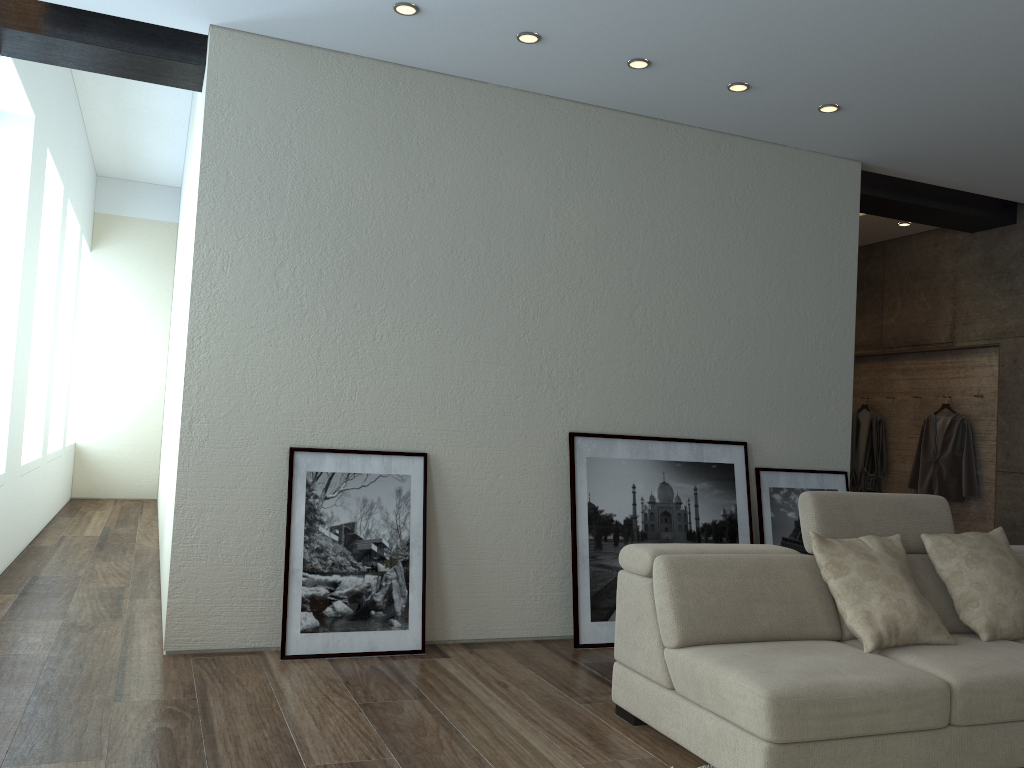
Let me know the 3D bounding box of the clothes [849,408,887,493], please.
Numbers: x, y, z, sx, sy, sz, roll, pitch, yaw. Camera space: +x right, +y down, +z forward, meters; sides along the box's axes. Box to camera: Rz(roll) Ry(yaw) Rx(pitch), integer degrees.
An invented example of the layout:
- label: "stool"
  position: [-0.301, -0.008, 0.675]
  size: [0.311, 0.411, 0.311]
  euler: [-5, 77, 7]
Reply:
- label: "clothes"
  position: [3.163, 0.638, 8.039]
  size: [0.141, 0.855, 0.569]
  euler: [4, -3, -21]

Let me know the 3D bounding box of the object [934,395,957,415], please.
- label: "object"
  position: [3.531, 0.203, 7.219]
  size: [0.010, 0.219, 0.430]
  euler: [4, -3, -22]

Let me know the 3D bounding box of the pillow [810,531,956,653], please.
- label: "pillow"
  position: [1.457, 0.809, 3.530]
  size: [0.519, 0.416, 0.368]
  euler: [5, -3, -26]

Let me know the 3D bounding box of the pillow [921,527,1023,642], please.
- label: "pillow"
  position: [2.031, 0.843, 3.774]
  size: [0.534, 0.439, 0.301]
  euler: [5, -3, -25]

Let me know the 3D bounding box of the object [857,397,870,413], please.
- label: "object"
  position: [3.205, 0.227, 8.060]
  size: [0.010, 0.219, 0.430]
  euler: [4, -3, -22]

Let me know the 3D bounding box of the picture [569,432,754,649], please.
- label: "picture"
  position: [0.873, 0.874, 5.017]
  size: [1.183, 1.140, 0.225]
  euler: [4, -3, -22]

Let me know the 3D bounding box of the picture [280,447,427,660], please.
- label: "picture"
  position: [-0.761, 0.824, 4.375]
  size: [0.700, 0.988, 0.195]
  euler: [4, -3, -22]

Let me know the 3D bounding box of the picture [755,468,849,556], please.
- label: "picture"
  position: [1.809, 1.021, 5.405]
  size: [0.700, 0.988, 0.195]
  euler: [4, -3, -22]

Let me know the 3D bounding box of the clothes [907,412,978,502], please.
- label: "clothes"
  position: [3.492, 0.589, 7.204]
  size: [0.173, 0.735, 0.700]
  euler: [4, -3, -23]

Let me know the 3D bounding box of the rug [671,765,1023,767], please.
- label: "rug"
  position: [1.980, 1.344, 1.964]
  size: [4.231, 0.020, 2.972]
  euler: [4, -3, -22]

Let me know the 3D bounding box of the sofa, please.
- label: "sofa"
  position: [1.794, 0.953, 3.660]
  size: [2.581, 0.950, 1.021]
  euler: [4, -3, -22]
